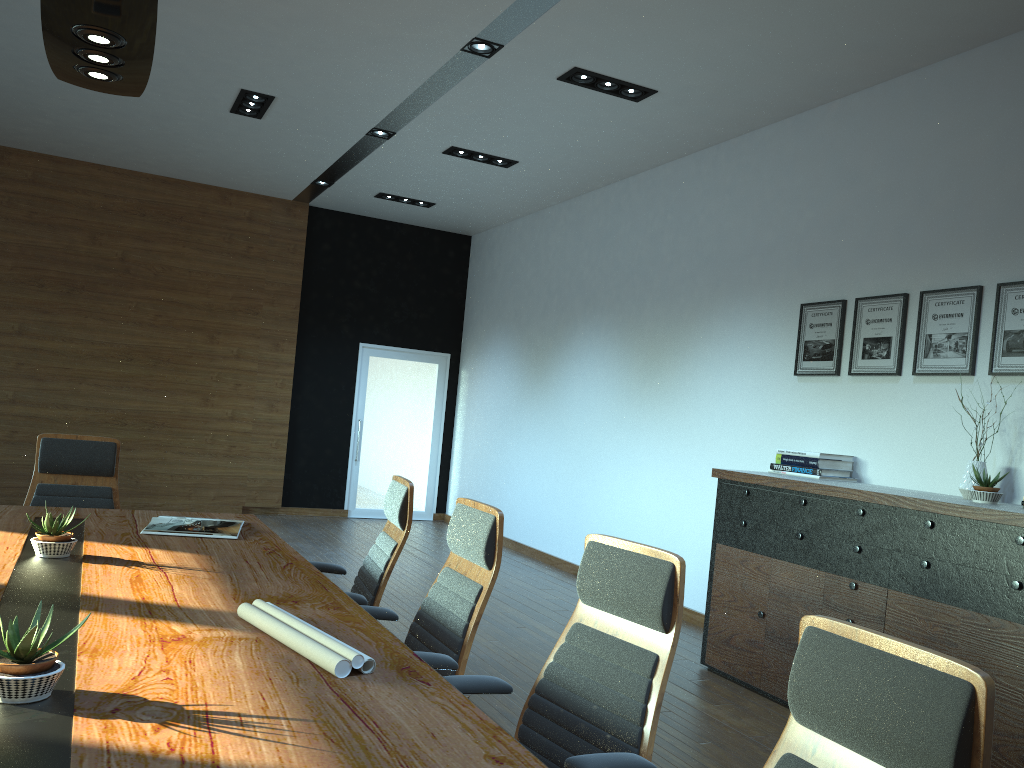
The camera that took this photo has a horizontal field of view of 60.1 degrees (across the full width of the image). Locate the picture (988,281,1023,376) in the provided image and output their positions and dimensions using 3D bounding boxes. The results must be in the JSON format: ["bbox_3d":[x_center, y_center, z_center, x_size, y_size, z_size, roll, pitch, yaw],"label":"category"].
[{"bbox_3d":[2.617,-0.284,4.487,0.028,0.484,0.379,5,0,-25],"label":"picture"}]

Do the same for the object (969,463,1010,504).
[{"bbox_3d":[2.298,0.483,4.281,0.153,0.188,0.178,5,-1,15],"label":"object"}]

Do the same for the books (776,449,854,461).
[{"bbox_3d":[1.888,0.442,5.531,0.292,0.032,0.361,6,-2,-27],"label":"books"}]

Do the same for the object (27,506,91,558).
[{"bbox_3d":[-1.608,0.511,3.116,0.153,0.188,0.178,5,-1,40],"label":"object"}]

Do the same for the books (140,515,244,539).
[{"bbox_3d":[-1.426,0.631,4.005,0.389,0.033,0.544,6,-2,-14],"label":"books"}]

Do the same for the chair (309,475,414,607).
[{"bbox_3d":[-0.823,0.939,3.778,0.697,1.128,0.705,5,0,-18],"label":"chair"}]

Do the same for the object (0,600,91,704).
[{"bbox_3d":[-0.959,0.521,1.744,0.153,0.188,0.178,5,-1,15],"label":"object"}]

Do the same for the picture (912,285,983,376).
[{"bbox_3d":[2.412,-0.288,4.920,0.028,0.484,0.379,5,0,-25],"label":"picture"}]

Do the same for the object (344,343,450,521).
[{"bbox_3d":[-1.468,0.629,11.235,1.199,2.160,0.200,5,0,-25],"label":"object"}]

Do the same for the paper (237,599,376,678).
[{"bbox_3d":[-0.730,0.580,1.416,0.627,0.083,2.245,5,-2,15],"label":"paper"}]

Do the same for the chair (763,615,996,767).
[{"bbox_3d":[0.302,0.957,1.378,0.697,1.128,0.705,5,0,-24],"label":"chair"}]

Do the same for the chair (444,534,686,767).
[{"bbox_3d":[0.020,0.963,2.262,0.697,1.128,0.705,6,0,-33],"label":"chair"}]

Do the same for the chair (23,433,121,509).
[{"bbox_3d":[-2.203,0.831,4.377,0.707,1.128,0.695,5,0,-23],"label":"chair"}]

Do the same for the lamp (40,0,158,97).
[{"bbox_3d":[-1.364,-1.711,3.036,0.340,1.199,1.195,5,-1,-25],"label":"lamp"}]

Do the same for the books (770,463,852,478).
[{"bbox_3d":[1.853,0.538,5.511,0.274,0.041,0.403,7,-2,-30],"label":"books"}]

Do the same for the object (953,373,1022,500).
[{"bbox_3d":[2.379,0.259,4.472,0.213,0.663,0.443,5,0,-10],"label":"object"}]

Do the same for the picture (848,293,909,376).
[{"bbox_3d":[2.208,-0.291,5.353,0.028,0.484,0.379,5,0,-25],"label":"picture"}]

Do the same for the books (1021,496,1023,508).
[{"bbox_3d":[2.523,0.543,4.043,0.227,0.090,0.306,6,-2,-28],"label":"books"}]

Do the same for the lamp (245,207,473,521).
[{"bbox_3d":[-3.838,-0.530,7.186,9.408,3.708,16.661,6,-2,-25],"label":"lamp"}]

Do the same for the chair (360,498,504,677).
[{"bbox_3d":[-0.449,0.946,2.995,0.697,1.128,0.705,5,0,-25],"label":"chair"}]

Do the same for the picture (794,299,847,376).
[{"bbox_3d":[2.007,-0.294,5.780,0.028,0.484,0.379,5,0,-25],"label":"picture"}]

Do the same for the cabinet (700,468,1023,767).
[{"bbox_3d":[2.028,1.181,4.598,0.768,1.233,2.345,6,-1,-25],"label":"cabinet"}]

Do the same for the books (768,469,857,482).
[{"bbox_3d":[1.870,0.570,5.517,0.323,0.021,0.442,6,-2,-25],"label":"books"}]

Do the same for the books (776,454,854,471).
[{"bbox_3d":[1.884,0.489,5.530,0.288,0.063,0.368,6,-2,-25],"label":"books"}]

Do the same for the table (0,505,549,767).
[{"bbox_3d":[-1.012,1.008,1.756,1.788,0.797,5.534,6,-2,-25],"label":"table"}]
